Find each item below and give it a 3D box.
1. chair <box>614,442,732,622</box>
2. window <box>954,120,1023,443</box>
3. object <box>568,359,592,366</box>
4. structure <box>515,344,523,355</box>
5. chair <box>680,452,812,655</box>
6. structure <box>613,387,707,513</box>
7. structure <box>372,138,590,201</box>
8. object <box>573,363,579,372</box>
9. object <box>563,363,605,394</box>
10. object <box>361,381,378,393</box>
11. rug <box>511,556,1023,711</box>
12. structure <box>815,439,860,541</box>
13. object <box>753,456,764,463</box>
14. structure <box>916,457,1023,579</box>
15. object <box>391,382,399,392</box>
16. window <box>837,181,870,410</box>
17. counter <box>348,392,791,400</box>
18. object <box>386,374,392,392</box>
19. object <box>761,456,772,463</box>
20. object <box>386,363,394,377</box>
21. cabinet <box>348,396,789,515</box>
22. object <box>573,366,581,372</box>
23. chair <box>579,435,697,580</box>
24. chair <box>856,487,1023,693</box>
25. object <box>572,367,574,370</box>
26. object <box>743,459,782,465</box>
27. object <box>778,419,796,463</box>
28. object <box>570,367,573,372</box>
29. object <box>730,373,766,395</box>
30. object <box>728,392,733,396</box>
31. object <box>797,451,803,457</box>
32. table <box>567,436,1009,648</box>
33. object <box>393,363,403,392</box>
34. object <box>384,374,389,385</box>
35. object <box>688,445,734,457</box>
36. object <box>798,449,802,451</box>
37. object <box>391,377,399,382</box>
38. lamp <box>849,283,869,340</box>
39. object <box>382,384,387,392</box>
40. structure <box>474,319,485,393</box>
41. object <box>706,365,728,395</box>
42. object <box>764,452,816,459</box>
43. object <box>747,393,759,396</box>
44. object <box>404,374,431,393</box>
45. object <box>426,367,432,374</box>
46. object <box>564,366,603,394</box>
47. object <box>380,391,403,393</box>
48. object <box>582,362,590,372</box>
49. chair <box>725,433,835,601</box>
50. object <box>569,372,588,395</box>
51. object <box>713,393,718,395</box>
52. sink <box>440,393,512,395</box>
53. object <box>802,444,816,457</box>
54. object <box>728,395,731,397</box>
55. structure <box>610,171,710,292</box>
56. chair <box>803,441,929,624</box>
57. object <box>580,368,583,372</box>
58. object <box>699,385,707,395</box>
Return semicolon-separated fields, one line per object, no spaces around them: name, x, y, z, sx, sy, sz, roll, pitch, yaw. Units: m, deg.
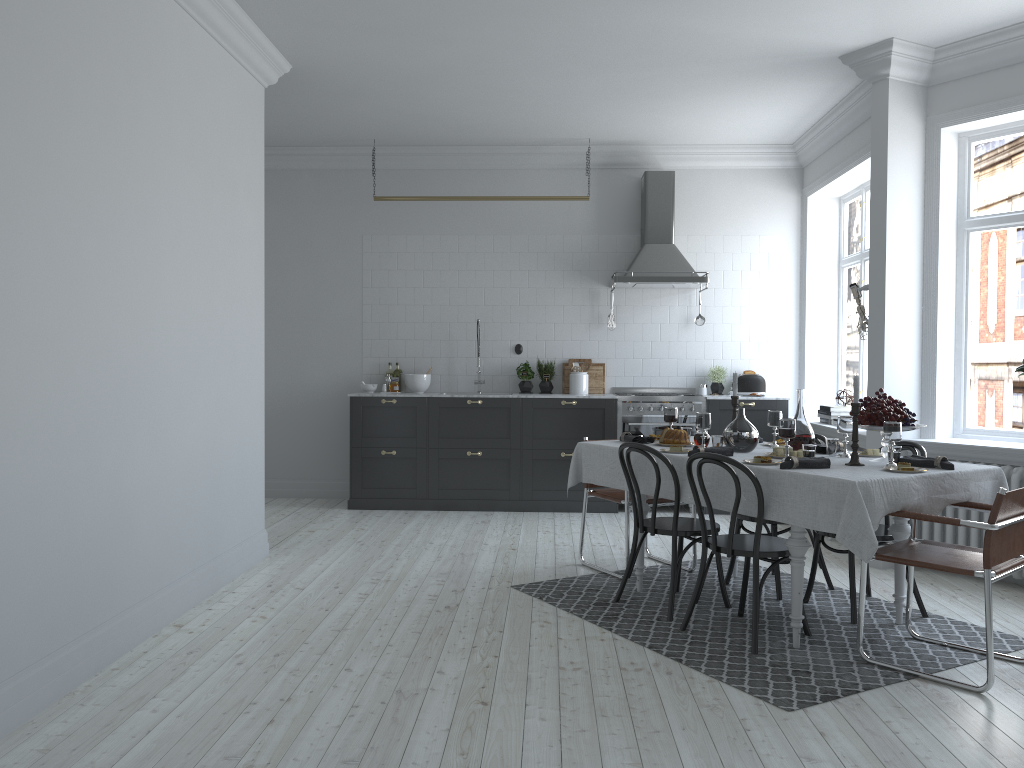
chair;0.859;0.759;4.829;0.564;0.909;0.463;-1;2;-34
window;3.597;-0.630;5.109;0.061;2.080;2.079;-1;2;-35
object;0.643;-0.072;8.384;0.220;0.330;0.041;0;1;2
structure;0.064;-0.331;8.435;0.079;0.103;0.032;0;1;2
chair;1.129;0.773;4.326;0.564;0.909;0.463;-1;2;-39
structure;1.327;0.588;8.095;0.779;1.096;0.651;0;1;2
structure;-0.285;-1.944;8.050;1.988;0.556;0.053;0;1;2
object;0.622;-0.054;8.257;0.064;0.290;0.141;0;2;-24
object;0.681;-0.052;8.414;0.400;0.290;0.030;0;1;2
object;-1.338;0.026;8.324;0.159;0.110;0.172;0;1;-3
rug;1.253;1.205;4.734;1.701;0.021;2.166;0;2;-30
structure;2.528;0.807;7.399;0.245;0.753;1.673;0;1;2
object;1.200;0.367;4.307;0.057;0.037;0.021;0;1;-17
structure;3.108;0.866;5.131;0.245;0.753;1.710;-1;2;-35
object;-1.094;0.031;8.295;0.078;0.101;0.078;1;2;31
window;3.022;-0.689;7.368;0.061;2.080;1.716;0;1;2
counter;0.497;0.107;8.131;3.902;0.020;0.624;0;1;2
object;-1.153;-0.006;8.331;0.059;0.172;0.059;1;2;34
object;1.226;0.368;4.275;0.036;0.039;0.051;2;2;42
object;-1.163;-0.064;8.455;0.066;0.282;0.066;0;1;-3
cabinet;0.494;0.623;8.133;3.897;1.012;0.646;0;1;2
object;0.583;-0.038;8.220;0.054;0.262;0.149;0;2;-23
chair;0.803;0.773;5.712;0.546;0.837;0.593;0;2;-26
chair;1.929;0.824;3.912;0.546;0.837;0.593;-1;2;-43
object;0.616;-0.034;8.285;0.118;0.250;0.033;0;1;3
object;1.213;0.380;4.302;0.182;0.013;0.182;1;1;17
object;1.345;0.280;4.337;0.083;0.215;0.083;1;1;7
object;0.591;-0.034;8.243;0.117;0.251;0.061;1;2;32
object;2.193;0.002;8.238;0.326;0.207;0.219;1;1;7
object;1.973;0.089;7.903;0.072;0.040;0.070;0;1;-6
object;1.467;0.363;4.571;0.040;0.039;0.077;0;2;-28
table;1.351;0.792;4.808;1.210;0.842;2.179;0;2;-31
object;-1.081;-0.063;8.446;0.089;0.282;0.082;0;1;2
object;-1.179;-0.007;8.391;0.059;0.172;0.059;1;2;34
object;1.046;0.349;4.623;0.165;0.061;0.247;2;2;42
object;1.494;0.358;4.626;0.039;0.040;0.077;0;1;-18
object;-1.111;0.009;8.399;0.077;0.141;0.044;0;1;2
lamp;2.424;-0.205;6.031;0.131;0.977;0.312;0;2;-23
object;-1.194;0.039;8.290;0.046;0.084;0.046;0;1;-11
structure;-0.307;-0.256;8.233;0.100;0.692;0.266;0;1;2
object;1.910;-0.038;8.247;0.210;0.283;0.220;1;1;15
object;1.440;0.373;4.596;0.251;0.018;0.251;0;1;2
object;2.173;0.095;7.970;0.119;0.031;0.074;1;2;35
object;-0.888;-0.004;8.343;0.247;0.175;0.247;1;1;16
object;-0.826;-0.043;8.368;0.042;0.232;0.209;2;2;43
object;0.675;-0.037;8.359;0.360;0.261;0.053;0;1;2
object;-1.131;0.077;8.367;0.180;0.008;0.272;0;1;2
object;0.659;-0.055;8.283;0.131;0.296;0.056;0;1;-18
chair;1.598;0.753;5.254;0.564;0.909;0.463;-1;2;-34
object;0.622;-0.008;8.248;0.174;0.208;0.174;0;1;-2
object;1.851;0.096;8.177;0.091;0.018;0.062;0;1;0
sink;-0.330;0.193;8.124;0.669;0.203;0.384;0;1;2
object;1.434;0.341;4.282;0.066;0.094;0.066;0;1;-9
object;1.974;0.109;7.903;0.126;0.008;0.126;1;2;29
structure;1.342;-1.394;8.086;0.843;1.079;0.567;0;1;2
chair;1.916;0.767;4.771;0.564;0.909;0.463;0;1;-19
object;0.650;-0.033;8.287;0.050;0.247;0.114;-1;2;-33
object;1.783;0.055;8.269;0.072;0.095;0.072;-1;2;-42
